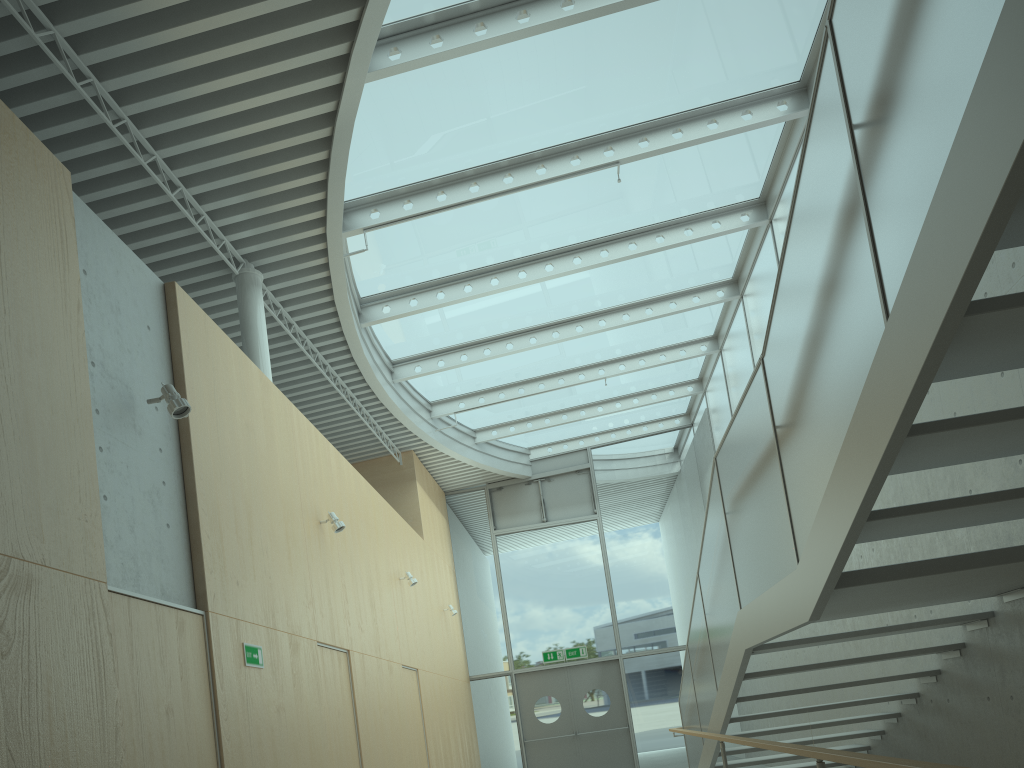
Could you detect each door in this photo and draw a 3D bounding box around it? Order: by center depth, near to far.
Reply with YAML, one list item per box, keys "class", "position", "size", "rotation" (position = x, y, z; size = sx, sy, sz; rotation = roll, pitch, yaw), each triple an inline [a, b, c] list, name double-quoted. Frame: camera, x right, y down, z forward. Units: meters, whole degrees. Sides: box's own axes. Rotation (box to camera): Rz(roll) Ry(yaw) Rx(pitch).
- class: "door"
  position: [1.133, 6.149, 15.379]
  size: [1.929, 2.030, 0.181]
  rotation: [-9, -6, 5]

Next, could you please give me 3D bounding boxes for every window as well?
- class: "window"
  position: [2.987, -0.156, 10.000]
  size: [0.030, 2.616, 16.588]
  rotation: [-8, -21, 2]
- class: "window"
  position: [1.056, 1.696, 10.011]
  size: [4.798, 5.974, 16.773]
  rotation: [-9, -20, 2]
- class: "window"
  position: [1.426, 4.126, 15.555]
  size: [4.876, 6.055, 0.113]
  rotation: [-9, -6, 5]

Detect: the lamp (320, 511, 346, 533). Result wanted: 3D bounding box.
- class: "lamp"
  position: [-1.597, 1.224, 7.532]
  size: [0.230, 0.189, 0.149]
  rotation: [-4, -13, -15]

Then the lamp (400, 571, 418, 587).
- class: "lamp"
  position: [-1.300, 2.439, 10.631]
  size: [0.230, 0.189, 0.149]
  rotation: [-4, -13, -15]

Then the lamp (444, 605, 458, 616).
- class: "lamp"
  position: [-1.000, 3.663, 13.751]
  size: [0.230, 0.189, 0.149]
  rotation: [-4, -13, -15]

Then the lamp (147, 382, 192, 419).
- class: "lamp"
  position: [-1.876, 0.088, 4.634]
  size: [0.230, 0.189, 0.149]
  rotation: [-4, -13, -15]

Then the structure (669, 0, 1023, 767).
- class: "structure"
  position: [2.063, 0.566, 3.935]
  size: [1.891, 4.011, 13.366]
  rotation: [-8, -21, 2]
